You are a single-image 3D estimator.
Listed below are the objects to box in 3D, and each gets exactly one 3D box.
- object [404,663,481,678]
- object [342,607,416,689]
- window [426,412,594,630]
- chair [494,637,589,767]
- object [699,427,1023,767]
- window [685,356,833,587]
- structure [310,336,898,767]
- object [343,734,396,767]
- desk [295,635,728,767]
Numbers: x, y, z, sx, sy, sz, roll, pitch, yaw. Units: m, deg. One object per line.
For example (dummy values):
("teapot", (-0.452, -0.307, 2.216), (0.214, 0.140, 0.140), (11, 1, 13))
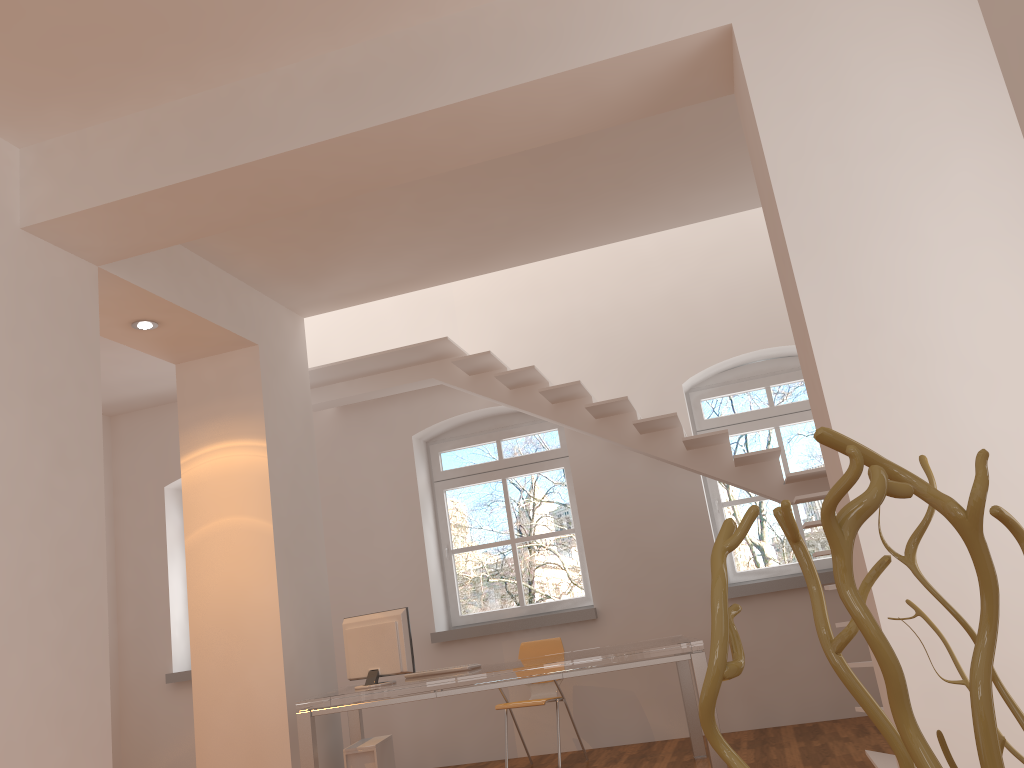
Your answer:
("object", (-0.437, 1.806, 5.592), (0.467, 0.031, 0.200), (-15, -16, 22))
("object", (-0.845, 1.589, 5.306), (0.516, 0.418, 0.245), (-22, -20, 41))
("window", (-0.028, 1.112, 7.518), (1.308, 1.737, 0.142), (-12, -15, 12))
("chair", (0.166, 2.223, 6.156), (0.495, 0.829, 0.464), (-16, -17, 27))
("object", (0.442, 0.562, 0.659), (0.284, 1.112, 0.655), (-18, -18, 32))
("window", (2.163, 0.644, 7.030), (1.308, 1.737, 0.142), (-12, -15, 12))
("structure", (0.459, 0.796, 5.258), (4.630, 3.042, 3.450), (-12, -15, 12))
("object", (-0.860, 2.425, 5.460), (0.200, 0.422, 0.474), (-9, -15, 3))
("desk", (0.020, 2.046, 5.228), (2.239, 0.750, 1.092), (-9, -15, 3))
